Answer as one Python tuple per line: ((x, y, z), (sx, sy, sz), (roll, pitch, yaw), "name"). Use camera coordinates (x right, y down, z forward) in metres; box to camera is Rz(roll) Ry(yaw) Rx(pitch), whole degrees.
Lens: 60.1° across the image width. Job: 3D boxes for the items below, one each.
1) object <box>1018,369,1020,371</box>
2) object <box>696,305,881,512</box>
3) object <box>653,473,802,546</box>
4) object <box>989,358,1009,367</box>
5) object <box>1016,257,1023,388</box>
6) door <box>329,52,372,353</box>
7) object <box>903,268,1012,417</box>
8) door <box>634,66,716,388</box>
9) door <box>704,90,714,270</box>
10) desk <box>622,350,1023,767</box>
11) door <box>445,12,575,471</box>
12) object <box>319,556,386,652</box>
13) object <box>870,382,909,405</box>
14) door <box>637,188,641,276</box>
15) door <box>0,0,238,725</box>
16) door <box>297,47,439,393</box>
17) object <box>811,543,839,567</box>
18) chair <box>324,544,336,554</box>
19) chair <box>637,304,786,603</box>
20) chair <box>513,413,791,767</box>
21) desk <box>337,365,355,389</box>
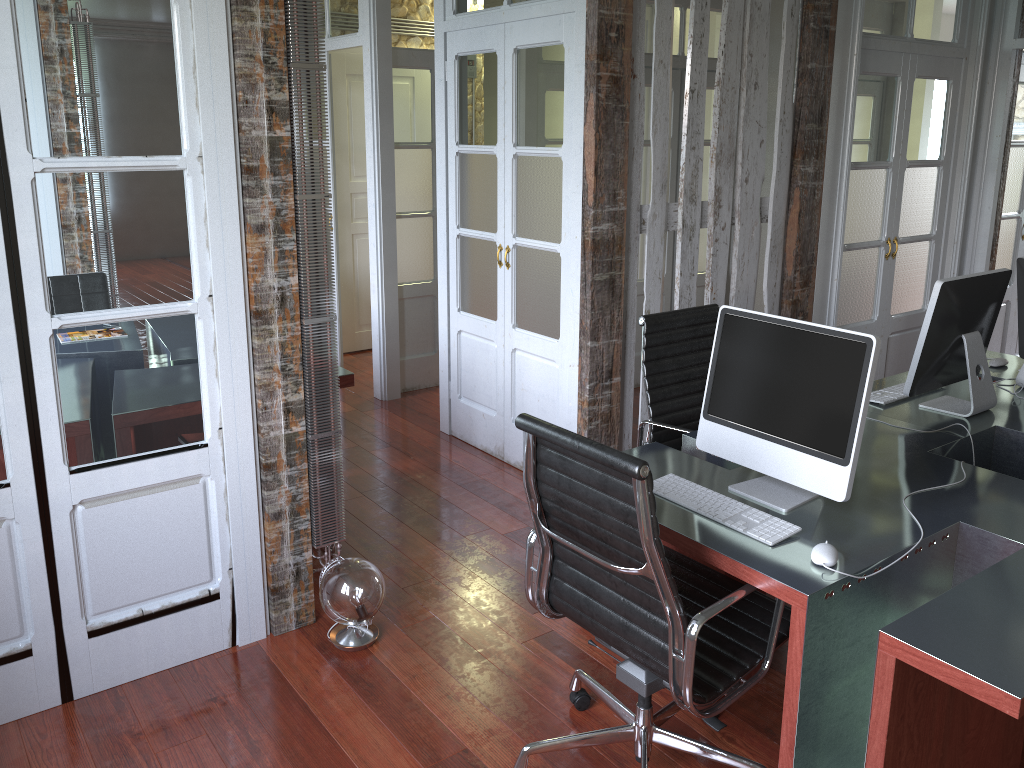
((2.236, -0.012, 3.469), (0.119, 0.017, 0.443), (-11, 19, -34), "object")
((0.728, 0.064, 2.355), (0.190, 0.479, 0.488), (-9, 17, -35), "object")
((0.532, 0.318, 2.299), (0.119, 0.017, 0.443), (-11, 19, -34), "object")
((2.048, -0.093, 3.729), (0.107, 0.028, 0.059), (-12, 19, -36), "object")
((2.048, -0.204, 3.305), (0.190, 0.479, 0.490), (-2, 15, -11), "object")
((-0.987, -1.374, 6.816), (0.872, 2.191, 0.146), (-10, 16, -35), "door")
((1.583, -0.146, 3.095), (0.486, 0.479, 0.191), (-10, 17, -35), "object")
((1.081, -1.032, 5.937), (1.081, 2.060, 0.041), (-10, 16, -35), "door")
((2.010, -1.515, 7.633), (1.081, 2.060, 0.041), (-10, 16, -35), "door")
((1.509, 0.546, 2.852), (2.518, 0.719, 1.312), (-11, 19, -35), "desk")
((-0.024, -0.646, 4.397), (0.041, 2.153, 1.066), (-9, 17, -35), "door")
((-0.541, 0.762, 2.990), (0.236, 0.378, 0.222), (9, 16, 31), "object")
((1.472, 0.025, 3.338), (0.441, 0.017, 0.119), (-11, 20, -35), "object")
((0.566, -1.225, 6.601), (1.081, 2.060, 0.041), (-10, 16, -35), "door")
((-1.349, -0.090, 2.445), (1.165, 2.155, 0.041), (-10, 17, -35), "door")
((-1.082, -1.072, 5.874), (1.191, 2.155, 0.486), (8, 15, 27), "door")
((0.720, 0.388, 2.036), (0.059, 0.028, 0.107), (7, 17, 22), "object")
((-1.034, 0.246, 3.539), (0.477, 0.908, 0.607), (-10, 17, -35), "chair")
((0.796, 0.272, 3.288), (0.669, 1.010, 0.704), (-12, 19, -40), "chair")
((0.356, 0.556, 2.292), (0.701, 1.010, 0.671), (-8, 16, -31), "chair")
((-1.776, 0.190, 4.180), (1.452, 0.646, 1.727), (-11, 19, -35), "desk")
